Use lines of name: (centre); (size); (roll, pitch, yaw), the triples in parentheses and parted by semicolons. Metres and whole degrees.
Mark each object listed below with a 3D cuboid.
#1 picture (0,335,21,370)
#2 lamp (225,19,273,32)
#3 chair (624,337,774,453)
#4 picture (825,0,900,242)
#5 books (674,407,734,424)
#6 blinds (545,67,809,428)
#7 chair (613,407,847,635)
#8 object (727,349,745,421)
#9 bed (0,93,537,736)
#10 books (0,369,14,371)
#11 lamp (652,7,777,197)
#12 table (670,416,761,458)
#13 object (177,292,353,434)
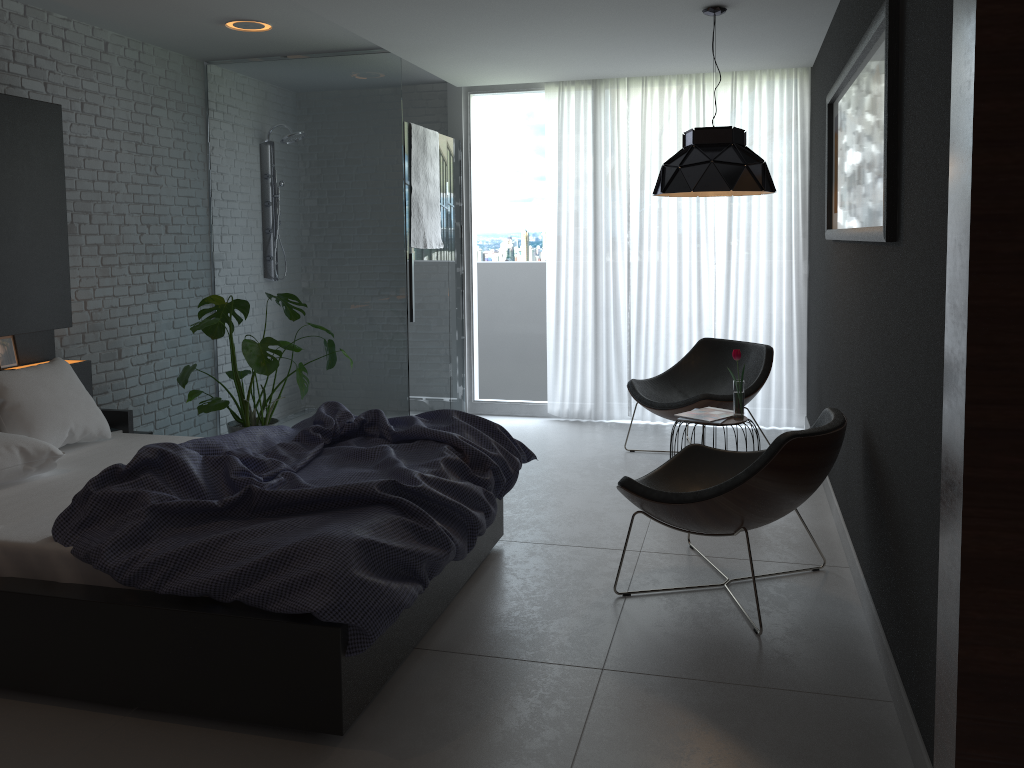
picture: (-2.395, -0.153, 4.188); (0.036, 0.156, 0.126); (0, 6, 13)
lamp: (-3.668, -1.574, 2.761); (9.583, 0.084, 5.400); (0, 9, 1)
chair: (1.177, 0.097, 5.487); (0.816, 0.686, 0.794); (-5, 9, -33)
picture: (1.365, -0.939, 3.545); (0.041, 0.716, 1.967); (0, 9, 14)
books: (-2.884, 0.457, 4.089); (8.236, 0.370, 0.409); (-2, 7, -6)
blinds: (1.146, -1.054, 6.302); (1.853, 2.680, 0.137); (1, 5, 15)
chair: (0.852, 0.443, 3.412); (0.816, 0.686, 0.795); (5, 9, 35)
object: (1.128, 0.005, 4.428); (0.077, 0.353, 0.066); (-5, 6, -43)
bed: (-1.345, -0.205, 3.374); (2.608, 2.029, 2.580); (1, 8, 14)
books: (-2.342, -0.052, 4.032); (0.125, 0.013, 0.160); (-5, 10, -25)
lamp: (1.004, -1.397, 4.391); (0.584, 0.897, 0.611); (3, 7, 32)
table: (1.039, 0.386, 4.529); (0.451, 0.432, 0.455); (-2, 7, -8)
object: (-1.459, -0.020, 5.287); (0.853, 1.042, 0.996); (3, 8, 33)
